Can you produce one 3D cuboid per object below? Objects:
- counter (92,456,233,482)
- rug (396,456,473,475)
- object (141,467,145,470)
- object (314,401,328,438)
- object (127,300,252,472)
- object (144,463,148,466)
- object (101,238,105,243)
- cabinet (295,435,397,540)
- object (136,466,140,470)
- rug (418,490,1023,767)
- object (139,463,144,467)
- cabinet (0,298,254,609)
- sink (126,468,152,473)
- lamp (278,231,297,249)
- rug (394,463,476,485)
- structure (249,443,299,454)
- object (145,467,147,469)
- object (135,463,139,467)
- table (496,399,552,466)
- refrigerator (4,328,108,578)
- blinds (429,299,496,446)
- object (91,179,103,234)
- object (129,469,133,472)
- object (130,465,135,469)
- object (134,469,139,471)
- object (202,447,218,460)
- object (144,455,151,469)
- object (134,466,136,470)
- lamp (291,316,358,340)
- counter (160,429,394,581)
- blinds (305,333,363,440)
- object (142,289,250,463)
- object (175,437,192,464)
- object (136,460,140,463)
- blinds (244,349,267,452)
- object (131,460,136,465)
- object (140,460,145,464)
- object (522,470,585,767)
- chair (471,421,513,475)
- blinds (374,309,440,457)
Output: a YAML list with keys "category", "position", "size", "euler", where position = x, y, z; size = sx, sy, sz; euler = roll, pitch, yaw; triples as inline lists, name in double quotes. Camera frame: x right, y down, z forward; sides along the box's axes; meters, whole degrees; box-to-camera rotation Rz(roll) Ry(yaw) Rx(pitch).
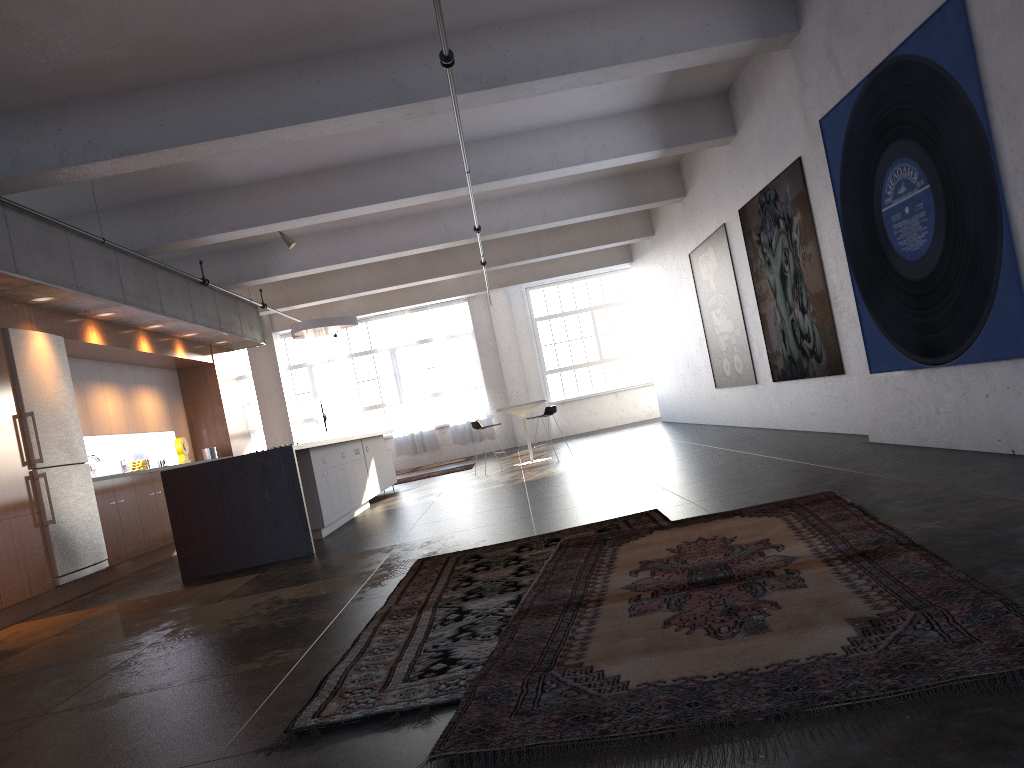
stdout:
- category: "counter"
  position: [-4.887, 1.164, 10.780]
  size: [1.609, 0.039, 4.456]
  euler: [-11, -2, -1]
- category: "rug"
  position: [-2.441, 1.998, 20.197]
  size: [3.135, 0.009, 1.812]
  euler: [-11, -2, -3]
- category: "object"
  position: [-4.258, -0.122, 12.130]
  size: [0.057, 2.309, 2.949]
  euler: [-11, -1, 18]
- category: "object"
  position: [-4.068, 1.331, 19.149]
  size: [1.181, 1.919, 1.054]
  euler: [-11, 0, -2]
- category: "object"
  position: [-5.980, 1.617, 4.436]
  size: [0.943, 1.214, 13.268]
  euler: [-12, -2, 10]
- category: "object"
  position: [-6.079, 0.029, 5.105]
  size: [0.061, 2.209, 11.909]
  euler: [-11, -2, 13]
- category: "object"
  position: [-4.560, 1.000, 10.861]
  size: [0.052, 0.053, 0.062]
  euler: [-12, -1, 6]
- category: "cabinet"
  position: [-2.354, 1.263, 11.553]
  size: [0.923, 0.930, 5.643]
  euler: [-11, -2, -1]
- category: "object"
  position: [-4.534, 1.022, 10.740]
  size: [0.052, 0.053, 0.061]
  euler: [-11, -1, -19]
- category: "rug"
  position: [0.831, 0.808, 3.673]
  size: [1.867, 0.048, 3.541]
  euler: [-12, -2, 8]
- category: "object"
  position: [-4.235, -0.210, 9.699]
  size: [0.054, 2.228, 2.378]
  euler: [-11, -1, -25]
- category: "cabinet"
  position: [-5.341, 0.808, 10.018]
  size: [2.382, 2.561, 8.099]
  euler: [-11, -2, -1]
- category: "sink"
  position: [-4.410, 1.113, 9.892]
  size: [0.523, 0.192, 0.729]
  euler: [-11, -2, -1]
- category: "lamp"
  position: [-3.063, -1.987, 12.091]
  size: [0.224, 0.287, 0.130]
  euler: [-11, 0, -18]
- category: "rug"
  position: [-2.131, 1.813, 16.517]
  size: [2.888, 0.029, 1.853]
  euler: [-11, -2, -2]
- category: "structure"
  position: [-2.671, 0.751, 9.999]
  size: [0.512, 0.071, 0.639]
  euler: [-11, -2, -1]
- category: "object"
  position: [-4.489, 1.037, 10.817]
  size: [0.062, 0.053, 0.053]
  euler: [-11, -1, -14]
- category: "object"
  position: [-4.259, -0.255, 8.055]
  size: [0.057, 2.189, 5.596]
  euler: [-11, -1, -11]
- category: "table"
  position: [0.239, 0.793, 14.202]
  size: [0.829, 0.951, 0.828]
  euler: [-11, -1, -1]
- category: "refrigerator"
  position: [-4.199, 0.617, 8.092]
  size: [0.220, 2.191, 0.953]
  euler: [-11, 0, -3]
- category: "blinds"
  position: [-1.252, -0.408, 21.299]
  size: [1.032, 3.751, 0.341]
  euler: [-11, 0, -4]
- category: "object"
  position: [-4.525, 0.988, 10.819]
  size: [0.050, 0.053, 0.065]
  euler: [-12, -1, 36]
- category: "object"
  position: [-5.854, 1.654, 4.490]
  size: [0.054, 1.095, 12.837]
  euler: [-11, -2, 12]
- category: "object"
  position: [-4.603, 1.007, 10.741]
  size: [0.053, 0.054, 0.061]
  euler: [-11, -1, -10]
- category: "object"
  position: [-4.564, 1.054, 10.762]
  size: [0.051, 0.055, 0.061]
  euler: [-11, -1, -11]
- category: "object"
  position: [-4.350, 1.010, 12.762]
  size: [0.194, 0.170, 0.187]
  euler: [-11, -1, -43]
- category: "object"
  position: [-4.740, 1.029, 11.479]
  size: [0.060, 0.209, 0.144]
  euler: [-11, -1, -1]
- category: "object"
  position: [-4.597, 1.020, 10.803]
  size: [0.061, 0.053, 0.052]
  euler: [-12, -1, 41]
- category: "lamp"
  position: [-3.015, -0.855, 13.665]
  size: [1.027, 0.130, 1.059]
  euler: [-10, -2, -45]
- category: "counter"
  position: [-2.369, 1.218, 10.942]
  size: [1.143, 0.971, 6.650]
  euler: [-11, -2, -1]
- category: "blinds"
  position: [-4.259, 0.216, 21.158]
  size: [1.034, 3.674, 0.360]
  euler: [-11, 0, -3]
- category: "object"
  position: [-4.505, 0.946, 10.843]
  size: [0.057, 0.060, 0.053]
  euler: [-12, -1, 22]
- category: "object"
  position: [-4.499, 0.918, 12.121]
  size: [0.099, 0.381, 0.274]
  euler: [-11, -1, -1]
- category: "object"
  position: [-4.256, -0.339, 5.945]
  size: [0.059, 2.164, 9.860]
  euler: [-11, -2, -7]
- category: "blinds"
  position: [-5.733, 0.513, 21.117]
  size: [1.027, 3.713, 0.314]
  euler: [-11, 0, -4]
- category: "object"
  position: [-4.593, 0.955, 10.738]
  size: [0.058, 0.060, 0.051]
  euler: [-12, -1, 33]
- category: "object"
  position: [-4.227, -0.282, 7.447]
  size: [0.053, 2.168, 6.829]
  euler: [-11, -2, -9]
- category: "object"
  position: [-3.170, 1.927, 7.874]
  size: [19.767, 0.001, 27.179]
  euler: [-11, -2, -1]
- category: "chair"
  position: [-0.355, 0.995, 13.851]
  size: [0.512, 0.895, 0.457]
  euler: [-11, 0, -25]
- category: "blinds"
  position: [-2.594, -0.131, 21.229]
  size: [1.039, 3.697, 0.338]
  euler: [-11, 0, -6]
